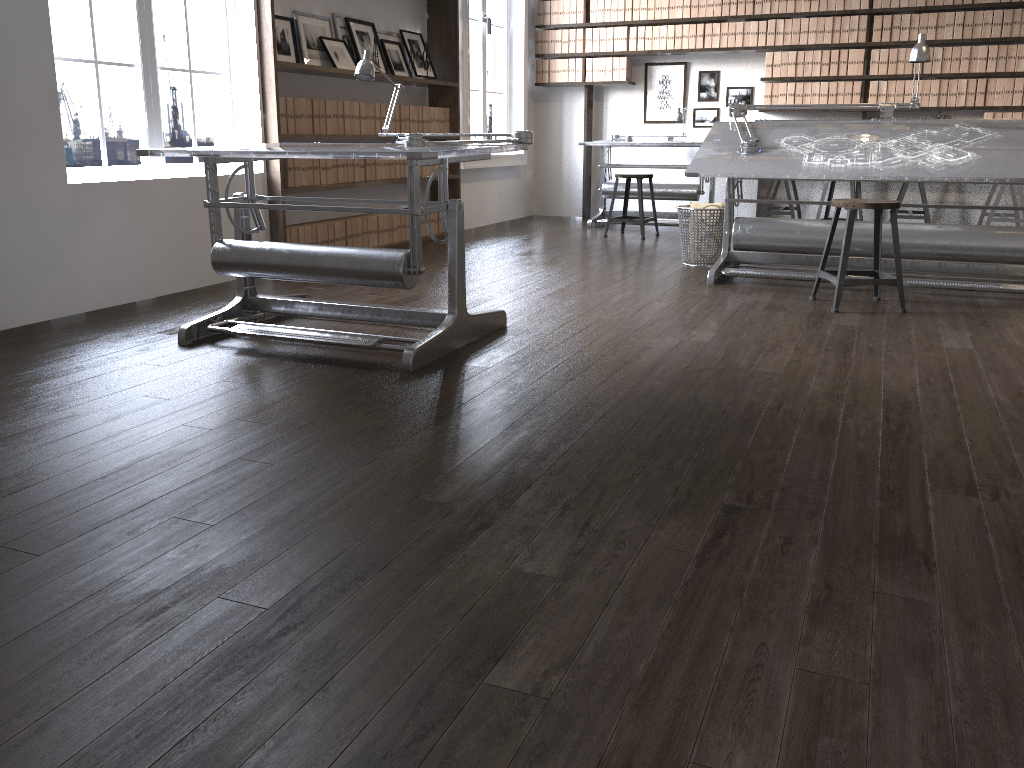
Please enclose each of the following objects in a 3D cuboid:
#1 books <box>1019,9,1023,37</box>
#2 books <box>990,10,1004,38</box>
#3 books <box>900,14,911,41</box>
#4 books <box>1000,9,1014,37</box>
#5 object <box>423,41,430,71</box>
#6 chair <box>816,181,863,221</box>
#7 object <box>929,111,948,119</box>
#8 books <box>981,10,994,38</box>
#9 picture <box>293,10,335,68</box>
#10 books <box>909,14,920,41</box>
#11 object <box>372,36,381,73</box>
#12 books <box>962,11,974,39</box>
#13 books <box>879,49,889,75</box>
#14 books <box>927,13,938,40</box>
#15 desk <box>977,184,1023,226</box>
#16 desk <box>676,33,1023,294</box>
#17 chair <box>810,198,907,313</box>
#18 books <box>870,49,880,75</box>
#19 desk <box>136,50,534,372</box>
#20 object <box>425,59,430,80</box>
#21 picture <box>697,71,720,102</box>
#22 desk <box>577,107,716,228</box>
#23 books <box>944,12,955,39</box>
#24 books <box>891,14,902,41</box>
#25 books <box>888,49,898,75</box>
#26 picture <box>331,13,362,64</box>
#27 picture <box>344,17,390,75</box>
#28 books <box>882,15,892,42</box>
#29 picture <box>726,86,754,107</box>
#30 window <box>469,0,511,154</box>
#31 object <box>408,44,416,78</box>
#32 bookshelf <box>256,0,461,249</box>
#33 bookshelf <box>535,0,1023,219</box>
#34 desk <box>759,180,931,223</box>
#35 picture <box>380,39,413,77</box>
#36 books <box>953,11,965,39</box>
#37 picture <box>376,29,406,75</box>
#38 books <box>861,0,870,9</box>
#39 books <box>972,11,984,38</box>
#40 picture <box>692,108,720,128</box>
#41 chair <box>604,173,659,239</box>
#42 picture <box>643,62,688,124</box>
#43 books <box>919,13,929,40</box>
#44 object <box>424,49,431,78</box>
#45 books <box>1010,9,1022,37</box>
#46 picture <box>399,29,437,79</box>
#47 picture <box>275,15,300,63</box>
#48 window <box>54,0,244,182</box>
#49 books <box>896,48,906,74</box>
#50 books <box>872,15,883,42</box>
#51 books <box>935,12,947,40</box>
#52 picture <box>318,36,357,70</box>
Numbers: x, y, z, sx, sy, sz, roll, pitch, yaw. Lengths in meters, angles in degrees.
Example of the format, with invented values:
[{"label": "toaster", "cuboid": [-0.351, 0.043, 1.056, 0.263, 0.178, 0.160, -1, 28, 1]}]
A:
[{"label": "books", "cuboid": [4.206, -2.955, 7.277, 0.067, 0.223, 0.176, 5, 15, 22]}, {"label": "books", "cuboid": [4.018, -2.975, 7.346, 0.067, 0.223, 0.176, 5, 15, 22]}, {"label": "books", "cuboid": [3.379, -3.049, 7.610, 0.067, 0.223, 0.176, 5, 15, 22]}, {"label": "books", "cuboid": [4.085, -2.967, 7.319, 0.067, 0.223, 0.176, 5, 15, 22]}, {"label": "object", "cuboid": [-0.677, -2.552, 7.004, 0.040, 0.301, 0.119, 5, 14, 22]}, {"label": "chair", "cuboid": [2.686, -1.441, 7.241, 0.373, 0.522, 0.361, 8, 16, 30]}, {"label": "object", "cuboid": [3.709, -2.257, 7.685, 0.181, 0.269, 0.158, 2, 14, 7]}, {"label": "books", "cuboid": [3.952, -2.983, 7.377, 0.067, 0.223, 0.176, 5, 15, 22]}, {"label": "picture", "cuboid": [-1.303, -2.291, 5.948, 0.083, 0.361, 0.420, 5, 15, 22]}, {"label": "books", "cuboid": [3.446, -3.042, 7.587, 0.067, 0.223, 0.176, 5, 15, 22]}, {"label": "object", "cuboid": [-0.978, -2.322, 6.253, 0.040, 0.257, 0.176, 5, 15, 22]}, {"label": "books", "cuboid": [3.824, -2.999, 7.431, 0.067, 0.223, 0.176, 5, 15, 22]}, {"label": "books", "cuboid": [3.243, -2.797, 7.724, 0.067, 0.223, 0.176, 5, 15, 22]}, {"label": "books", "cuboid": [3.571, -3.026, 7.529, 0.067, 0.223, 0.176, 5, 15, 22]}, {"label": "desk", "cuboid": [4.519, -1.461, 7.051, 1.671, 0.662, 0.662, 6, 16, 22]}, {"label": "desk", "cuboid": [2.023, -1.279, 5.057, 2.284, 1.371, 1.087, 6, 15, 22]}, {"label": "chair", "cuboid": [1.710, -0.632, 4.338, 0.358, 0.522, 0.376, 0, 14, 1]}, {"label": "books", "cuboid": [3.177, -2.805, 7.754, 0.067, 0.223, 0.176, 5, 15, 22]}, {"label": "desk", "cuboid": [-0.639, -0.805, 3.711, 1.271, 1.175, 1.183, 6, 15, 22]}, {"label": "object", "cuboid": [-0.668, -2.467, 6.951, 0.040, 0.164, 0.067, 5, 14, 22]}, {"label": "picture", "cuboid": [1.885, -2.855, 8.494, 0.202, 0.281, 0.022, 6, 14, 22]}, {"label": "desk", "cuboid": [1.373, -2.025, 8.256, 1.271, 1.085, 1.082, 6, 15, 22]}, {"label": "books", "cuboid": [3.692, -3.013, 7.483, 0.067, 0.223, 0.176, 5, 15, 22]}, {"label": "books", "cuboid": [3.315, -3.058, 7.641, 0.067, 0.223, 0.176, 5, 15, 22]}, {"label": "books", "cuboid": [3.310, -2.789, 7.697, 0.067, 0.223, 0.176, 5, 15, 22]}, {"label": "picture", "cuboid": [-1.141, -2.419, 6.332, 0.091, 0.401, 0.373, 5, 15, 22]}, {"label": "picture", "cuboid": [-1.044, -2.438, 6.426, 0.149, 0.387, 0.377, 6, 15, 22]}, {"label": "books", "cuboid": [3.244, -3.064, 7.664, 0.067, 0.223, 0.176, 5, 15, 22]}, {"label": "picture", "cuboid": [2.159, -2.725, 8.403, 0.251, 0.181, 0.023, 6, 14, 22]}, {"label": "window", "cuboid": [-0.267, -3.233, 8.024, 0.153, 2.283, 1.257, 5, 15, 22]}, {"label": "object", "cuboid": [-0.767, -2.467, 6.778, 0.040, 0.257, 0.125, 5, 14, 22]}, {"label": "bookshelf", "cuboid": [-1.106, -2.115, 6.399, 0.413, 3.681, 2.498, 5, 15, 22]}, {"label": "bookshelf", "cuboid": [4.532, -2.129, 7.417, 9.193, 3.171, 0.377, 6, 14, 22]}, {"label": "desk", "cuboid": [2.892, -1.648, 7.716, 1.671, 0.662, 0.662, 6, 16, 22]}, {"label": "picture", "cuboid": [-0.887, -2.496, 6.824, 0.127, 0.287, 0.292, 6, 15, 22]}, {"label": "books", "cuboid": [3.758, -3.005, 7.454, 0.067, 0.223, 0.176, 5, 15, 22]}, {"label": "picture", "cuboid": [-0.930, -2.530, 6.821, 0.095, 0.357, 0.438, 5, 15, 22]}, {"label": "books", "cuboid": [3.069, -3.350, 7.675, 0.067, 0.223, 0.176, 5, 15, 22]}, {"label": "books", "cuboid": [3.890, -2.992, 7.407, 0.067, 0.223, 0.176, 5, 15, 22]}, {"label": "picture", "cuboid": [1.875, -2.573, 8.562, 0.251, 0.181, 0.023, 6, 14, 22]}, {"label": "chair", "cuboid": [1.012, -1.489, 7.406, 0.373, 0.522, 0.361, 8, 16, 30]}, {"label": "picture", "cuboid": [1.496, -2.842, 8.654, 0.416, 0.568, 0.040, 6, 14, 22]}, {"label": "books", "cuboid": [3.511, -3.035, 7.560, 0.067, 0.223, 0.176, 5, 15, 22]}, {"label": "object", "cuboid": [-0.676, -2.552, 7.081, 0.040, 0.259, 0.111, 5, 14, 22]}, {"label": "books", "cuboid": [4.145, -2.961, 7.299, 0.067, 0.223, 0.176, 5, 15, 22]}, {"label": "picture", "cuboid": [-0.754, -2.657, 7.149, 0.161, 0.360, 0.346, 6, 15, 22]}, {"label": "picture", "cuboid": [-1.458, -2.180, 5.642, 0.058, 0.311, 0.269, 5, 15, 22]}, {"label": "window", "cuboid": [-1.910, -2.245, 4.505, 0.153, 2.469, 1.497, 5, 15, 22]}, {"label": "books", "cuboid": [3.370, -2.784, 7.677, 0.067, 0.223, 0.176, 5, 15, 22]}, {"label": "books", "cuboid": [3.178, -3.073, 7.697, 0.067, 0.223, 0.176, 5, 15, 22]}, {"label": "books", "cuboid": [3.635, -3.020, 7.508, 0.067, 0.223, 0.176, 5, 15, 22]}, {"label": "picture", "cuboid": [-1.177, -2.252, 6.068, 0.145, 0.226, 0.303, 6, 16, 22]}]
